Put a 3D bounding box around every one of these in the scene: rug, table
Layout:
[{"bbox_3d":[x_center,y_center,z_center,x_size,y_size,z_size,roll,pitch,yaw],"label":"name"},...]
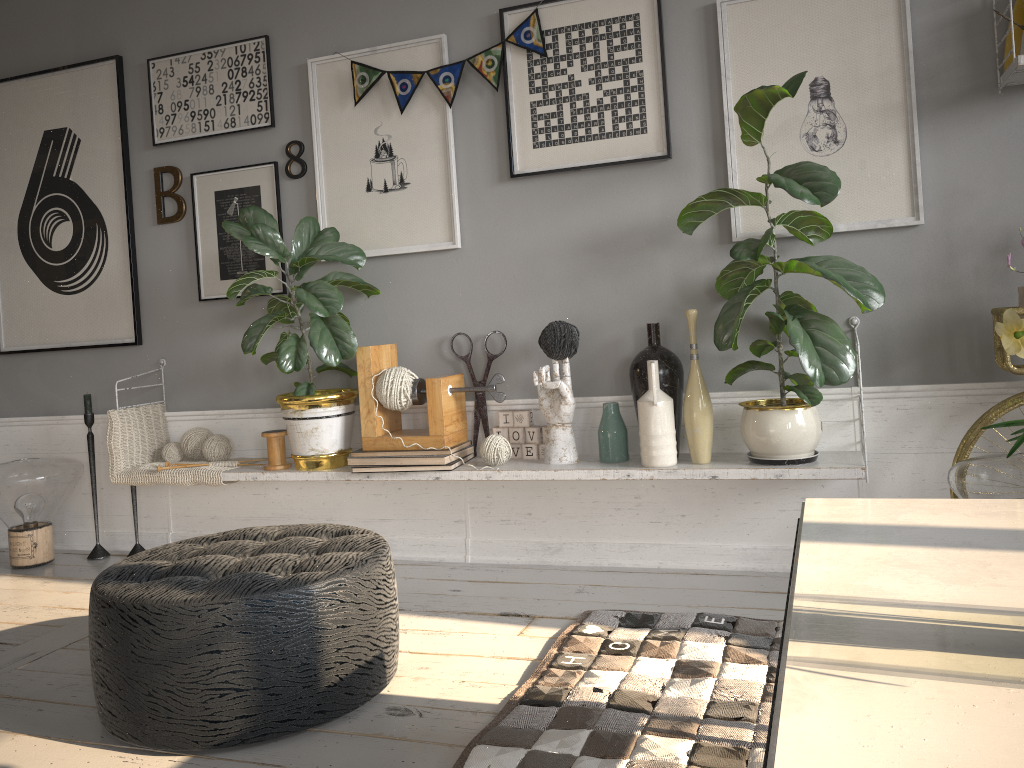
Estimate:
[{"bbox_3d":[0.605,0.746,1.152,1.767,0.034,2.535,-2,4,20],"label":"rug"},{"bbox_3d":[0.660,0.521,0.886,0.731,0.510,1.461,-3,4,20],"label":"table"}]

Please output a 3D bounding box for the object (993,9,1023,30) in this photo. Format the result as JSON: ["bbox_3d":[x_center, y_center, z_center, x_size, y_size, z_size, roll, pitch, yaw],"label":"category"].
[{"bbox_3d":[1.444,-0.986,2.452,0.060,0.165,0.197,-4,2,-36],"label":"object"}]

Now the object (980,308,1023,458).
[{"bbox_3d":[0.652,0.090,0.870,0.324,0.351,0.353,-3,2,22],"label":"object"}]

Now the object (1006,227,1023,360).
[{"bbox_3d":[1.613,-0.362,2.397,0.487,0.641,0.254,-3,1,38],"label":"object"}]

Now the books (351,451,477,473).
[{"bbox_3d":[-0.344,0.278,3.166,0.367,0.021,0.297,-3,4,14],"label":"books"}]

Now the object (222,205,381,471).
[{"bbox_3d":[-0.743,-0.171,3.232,0.510,0.963,0.546,-4,1,5],"label":"object"}]

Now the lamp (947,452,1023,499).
[{"bbox_3d":[1.385,0.403,2.304,0.434,0.437,0.432,-6,3,-39],"label":"lamp"}]

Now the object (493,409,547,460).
[{"bbox_3d":[0.057,0.177,3.137,0.264,0.173,0.078,-3,1,26],"label":"object"}]

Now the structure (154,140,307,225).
[{"bbox_3d":[-1.154,-0.820,3.615,0.738,0.263,0.024,-3,1,20],"label":"structure"}]

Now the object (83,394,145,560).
[{"bbox_3d":[-1.679,0.378,3.720,0.279,0.700,0.092,-4,0,12],"label":"object"}]

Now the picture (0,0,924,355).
[{"bbox_3d":[-2.862,-0.700,2.081,7.283,1.793,4.053,-2,4,20],"label":"picture"}]

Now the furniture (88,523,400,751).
[{"bbox_3d":[-0.656,0.590,2.224,0.735,0.356,0.737,-3,3,7],"label":"furniture"}]

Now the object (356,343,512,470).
[{"bbox_3d":[-0.258,0.070,3.130,0.545,0.440,0.239,-3,1,20],"label":"object"}]

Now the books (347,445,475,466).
[{"bbox_3d":[-0.358,0.255,3.166,0.383,0.029,0.261,-2,4,21],"label":"books"}]

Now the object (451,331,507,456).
[{"bbox_3d":[-0.110,0.039,3.231,0.221,0.463,0.019,-4,0,20],"label":"object"}]

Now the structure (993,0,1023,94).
[{"bbox_3d":[2.354,-1.043,2.207,2.019,0.955,0.267,-3,1,20],"label":"structure"}]

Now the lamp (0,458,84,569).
[{"bbox_3d":[-2.016,0.535,3.694,0.432,0.437,0.434,-2,3,42],"label":"lamp"}]

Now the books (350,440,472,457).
[{"bbox_3d":[-0.359,0.232,3.176,0.378,0.017,0.230,-3,4,17],"label":"books"}]

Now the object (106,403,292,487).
[{"bbox_3d":[-1.181,0.230,3.470,0.784,0.306,0.330,-3,3,21],"label":"object"}]

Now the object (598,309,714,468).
[{"bbox_3d":[0.452,0.011,2.874,0.286,0.488,0.331,-4,1,-20],"label":"object"}]

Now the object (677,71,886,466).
[{"bbox_3d":[0.815,-0.332,2.699,0.417,1.149,0.566,-4,1,-31],"label":"object"}]

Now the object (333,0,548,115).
[{"bbox_3d":[-0.269,-1.171,3.259,0.913,0.339,0.057,-3,1,19],"label":"object"}]

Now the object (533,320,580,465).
[{"bbox_3d":[0.162,0.026,2.995,0.155,0.483,0.137,-4,1,20],"label":"object"}]

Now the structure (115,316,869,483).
[{"bbox_3d":[-0.229,0.094,3.151,2.772,0.486,0.309,-2,2,20],"label":"structure"}]

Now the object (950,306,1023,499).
[{"bbox_3d":[2.030,0.097,2.284,1.624,0.969,0.427,-3,1,11],"label":"object"}]
